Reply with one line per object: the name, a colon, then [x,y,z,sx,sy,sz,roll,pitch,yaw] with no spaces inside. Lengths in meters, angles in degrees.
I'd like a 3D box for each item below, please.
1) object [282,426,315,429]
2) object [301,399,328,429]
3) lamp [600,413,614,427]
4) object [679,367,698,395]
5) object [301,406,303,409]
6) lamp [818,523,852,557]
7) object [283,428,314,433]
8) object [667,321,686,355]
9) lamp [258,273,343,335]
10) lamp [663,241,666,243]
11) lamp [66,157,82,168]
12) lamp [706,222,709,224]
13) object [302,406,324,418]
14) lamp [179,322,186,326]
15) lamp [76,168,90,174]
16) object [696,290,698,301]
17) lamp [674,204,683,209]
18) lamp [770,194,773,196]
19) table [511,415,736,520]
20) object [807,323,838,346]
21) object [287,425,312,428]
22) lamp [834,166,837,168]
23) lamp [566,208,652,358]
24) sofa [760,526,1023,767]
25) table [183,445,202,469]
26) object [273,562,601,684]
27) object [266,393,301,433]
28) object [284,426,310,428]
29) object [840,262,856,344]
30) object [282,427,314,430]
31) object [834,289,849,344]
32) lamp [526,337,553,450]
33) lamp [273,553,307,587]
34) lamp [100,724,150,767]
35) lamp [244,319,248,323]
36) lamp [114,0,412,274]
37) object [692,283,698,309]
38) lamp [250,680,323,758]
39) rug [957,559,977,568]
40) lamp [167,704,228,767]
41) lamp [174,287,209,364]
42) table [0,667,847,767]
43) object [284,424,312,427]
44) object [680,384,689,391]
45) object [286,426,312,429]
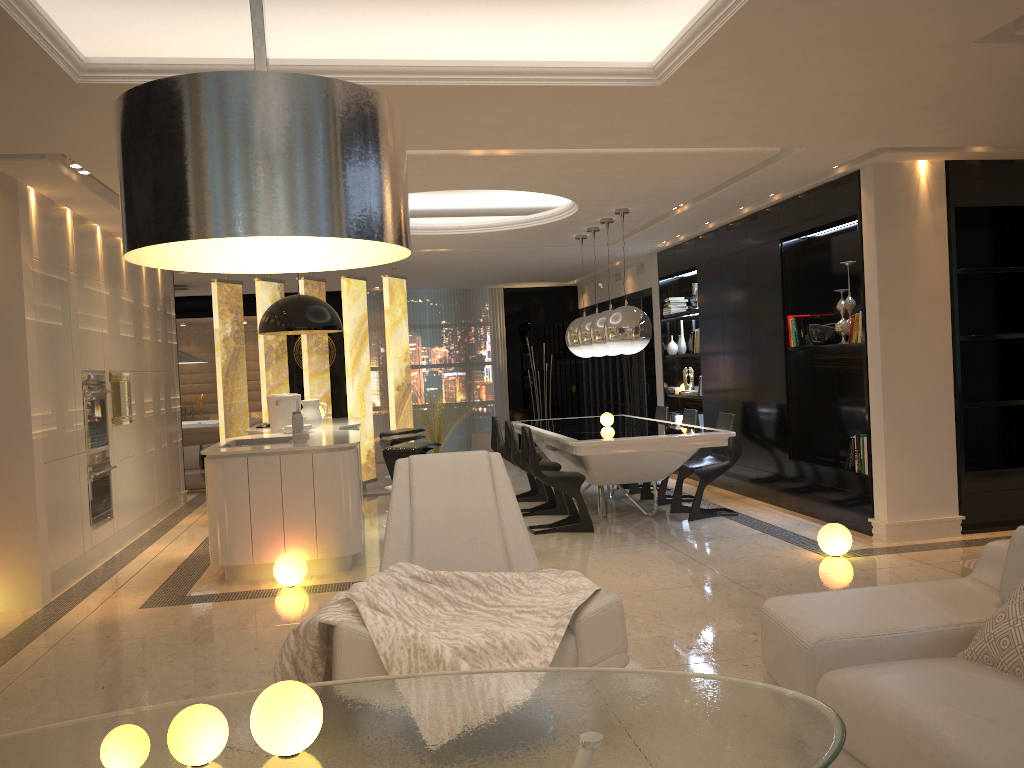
object: [-1.765,0.375,7.325,0.264,0.033,0.264,-4,1,-40]
object: [-1.750,0.266,7.796,0.183,0.254,0.211,-2,1,42]
lamp: [0.868,0.324,8.091,0.125,0.125,0.125,-2,1,41]
object: [2.000,-0.033,10.045,0.177,0.311,0.177,-3,1,-10]
object: [-2.204,0.299,8.759,0.266,0.147,0.253,-2,1,33]
lamp: [2.120,1.022,5.825,0.212,0.214,0.213,-2,1,30]
object: [-1.764,0.387,7.326,0.264,0.033,0.264,-4,1,-40]
object: [1.921,-0.541,10.408,0.210,0.395,0.180,-3,1,-6]
lamp: [-1.849,-0.892,7.670,0.710,0.898,0.710,-3,1,1]
lamp: [1.690,-1.658,10.002,0.107,0.127,0.107,-3,1,-28]
lamp: [-2.606,-1.357,5.303,0.107,0.127,0.107,-3,1,-21]
lamp: [1.900,-1.644,8.758,0.107,0.127,0.107,-3,1,-28]
object: [-1.803,0.285,8.018,0.213,0.214,0.212,-2,1,41]
lamp: [-5.307,-1.001,14.300,0.107,0.127,0.107,-3,1,-28]
lamp: [-2.633,-1.359,5.464,0.107,0.127,0.107,-3,1,-21]
object: [2.078,-0.924,9.742,0.104,0.224,0.104,-3,1,-7]
lamp: [1.423,-1.601,7.726,0.107,0.127,0.271,-3,1,-10]
lamp: [2.134,-1.629,7.368,0.107,0.127,0.107,-3,1,-28]
table: [0.867,0.765,8.190,1.293,0.759,3.031,-3,1,-10]
object: [2.492,-0.393,7.110,0.193,0.177,0.375,-3,1,-9]
object: [-1.766,0.354,7.324,0.229,0.016,0.229,-2,1,20]
lamp: [2.301,-1.619,6.377,0.107,0.127,0.107,-3,1,-28]
lamp: [0.840,-0.869,8.194,0.408,1.226,1.827,-3,1,-10]
sofa: [1.583,0.851,1.985,1.145,0.754,2.328,-3,1,-10]
table: [-5.161,1.102,14.106,0.608,0.457,1.143,-3,1,-10]
object: [-0.361,1.000,3.324,1.347,0.580,0.972,-2,1,28]
object: [-1.948,0.243,7.595,0.288,0.330,0.288,-3,1,8]
object: [-1.766,0.359,7.325,0.229,0.016,0.229,-2,1,20]
object: [2.550,-0.611,6.694,0.121,0.612,0.121,-3,1,-14]
object: [-1.764,0.381,7.326,0.264,0.033,0.264,-4,1,-40]
object: [2.556,-0.517,6.850,0.121,0.416,0.121,-3,1,-14]
lamp: [0.466,0.148,14.237,0.418,1.801,0.200,-3,1,-10]
lamp: [-1.432,1.198,5.729,0.213,0.214,0.212,-2,1,41]
lamp: [-0.762,0.720,1.748,0.090,0.091,0.090,-2,1,41]
lamp: [-4.365,-1.050,14.458,0.107,0.127,0.107,-3,1,-28]
lamp: [-0.194,0.083,0.473,0.393,2.519,2.009,-3,1,-10]
object: [2.064,-0.964,9.853,0.111,0.301,0.111,-3,1,-14]
lamp: [-0.457,0.677,1.799,0.143,0.143,0.143,-3,1,-25]
rug: [5.338,0.978,5.166,5.025,0.015,1.526,-3,1,-10]
lamp: [-0.627,0.700,1.771,0.115,0.115,0.115,-3,1,16]
lamp: [-4.852,-0.745,11.633,1.578,0.995,0.939,-3,1,-9]
table: [-0.359,1.028,1.729,2.140,0.565,0.999,-3,1,-10]
object: [-1.766,0.350,7.324,0.229,0.016,0.229,-2,1,20]
object: [1.996,0.054,10.215,0.125,0.125,0.125,-2,1,30]
object: [-1.765,0.364,7.325,0.229,0.016,0.229,-2,1,20]
